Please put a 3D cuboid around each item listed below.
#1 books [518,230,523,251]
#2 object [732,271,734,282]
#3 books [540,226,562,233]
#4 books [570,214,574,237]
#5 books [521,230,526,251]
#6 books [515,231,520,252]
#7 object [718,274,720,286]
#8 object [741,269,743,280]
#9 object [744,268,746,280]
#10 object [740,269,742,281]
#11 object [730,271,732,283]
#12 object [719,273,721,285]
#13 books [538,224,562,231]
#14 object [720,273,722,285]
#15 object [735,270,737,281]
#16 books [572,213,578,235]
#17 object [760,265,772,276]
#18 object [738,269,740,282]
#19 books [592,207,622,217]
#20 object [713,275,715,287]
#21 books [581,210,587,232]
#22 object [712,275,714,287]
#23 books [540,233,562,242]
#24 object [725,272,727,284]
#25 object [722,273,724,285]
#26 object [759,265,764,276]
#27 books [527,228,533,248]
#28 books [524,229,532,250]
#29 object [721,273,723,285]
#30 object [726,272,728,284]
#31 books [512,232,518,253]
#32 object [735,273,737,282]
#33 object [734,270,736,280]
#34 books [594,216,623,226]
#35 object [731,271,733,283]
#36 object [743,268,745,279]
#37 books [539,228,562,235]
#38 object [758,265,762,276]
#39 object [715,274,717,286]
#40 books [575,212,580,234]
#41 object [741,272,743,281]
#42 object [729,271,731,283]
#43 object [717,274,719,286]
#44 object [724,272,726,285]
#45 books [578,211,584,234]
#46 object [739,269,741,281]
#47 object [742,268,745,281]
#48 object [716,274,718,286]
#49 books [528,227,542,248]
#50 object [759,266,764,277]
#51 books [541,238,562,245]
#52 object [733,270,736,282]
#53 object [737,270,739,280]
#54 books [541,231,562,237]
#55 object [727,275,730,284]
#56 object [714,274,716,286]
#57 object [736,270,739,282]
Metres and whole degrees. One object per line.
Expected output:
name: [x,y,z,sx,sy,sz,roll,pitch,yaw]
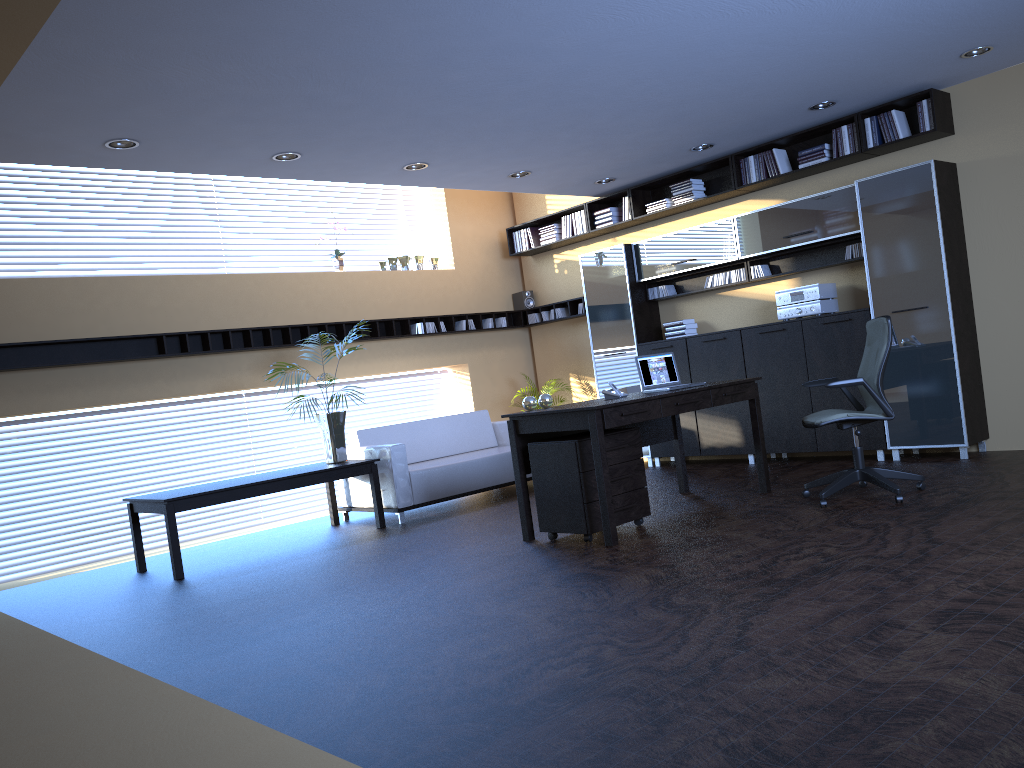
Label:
books: [0.170,-1.743,10.842,0.207,0.258,0.050,-9,2,-43]
object: [2.241,-1.070,8.830,0.140,0.118,0.006,-9,2,-42]
books: [0.495,-1.831,10.496,0.207,0.028,0.259,-8,0,-43]
books: [0.747,-1.820,10.225,0.207,0.260,0.075,-9,2,-43]
books: [0.210,-1.749,10.809,0.207,0.258,0.050,-9,2,-42]
books: [0.143,-1.740,10.888,0.207,0.258,0.050,-9,2,-43]
object: [2.127,-1.055,8.953,0.142,0.118,0.040,-9,2,-42]
object: [2.310,-1.079,8.744,0.142,0.120,0.009,-9,2,-42]
object: [2.329,-1.082,8.720,0.142,0.120,0.009,-9,2,-42]
object: [2.302,-1.078,8.763,0.142,0.120,0.009,-9,2,-42]
object: [2.223,-1.068,8.841,0.142,0.120,0.009,-9,2,-42]
object: [2.138,-1.056,8.935,0.140,0.116,0.036,-9,2,-42]
books: [0.476,-1.857,10.510,0.207,0.028,0.259,-8,0,-42]
object: [2.147,-1.057,8.929,0.140,0.116,0.036,-9,2,-42]
object: [2.267,-1.074,8.799,0.142,0.120,0.009,-9,2,-42]
books: [0.784,-1.825,10.171,0.207,0.258,0.050,-9,2,-41]
object: [2.459,-1.098,8.587,0.142,0.118,0.040,-9,2,-42]
object: [2.283,-1.076,8.773,0.142,0.120,0.009,-9,2,-42]
books: [1.057,-1.910,9.858,0.207,0.050,0.259,-8,0,-43]
object: [2.085,-1.049,8.996,0.142,0.118,0.040,-9,2,-42]
books: [0.882,-1.838,10.050,0.207,0.258,0.050,-9,2,-42]
object: [2.079,-1.048,9.004,0.142,0.118,0.040,-9,2,-42]
books: [0.493,-1.732,10.506,0.207,0.050,0.259,-8,0,-43]
object: [2.188,-1.063,8.886,0.142,0.118,0.040,-9,2,-42]
object: [2.158,-1.059,8.912,0.140,0.116,0.036,-9,2,-42]
object: [2.458,-1.098,8.585,0.140,0.116,0.036,-8,2,-42]
books: [0.289,-1.759,10.726,0.207,0.260,0.075,-9,2,-43]
books: [0.245,-1.753,10.770,0.207,0.258,0.050,-9,2,-43]
object: [2.150,-1.058,8.919,0.142,0.118,0.040,-9,2,-42]
object: [2.192,-1.063,8.875,0.140,0.116,0.036,-9,2,-42]
books: [0.106,-1.735,10.924,0.207,0.258,0.050,-9,2,-42]
object: [2.258,-1.072,8.805,0.142,0.120,0.009,-9,2,-42]
object: [2.256,-1.072,8.802,0.140,0.118,0.006,-9,2,-42]
books: [1.072,-1.809,9.850,0.207,0.050,0.259,-8,0,-42]
object: [2.231,-1.069,8.834,0.140,0.118,0.006,-9,2,-42]
object: [2.327,-1.082,8.732,0.142,0.120,0.009,-9,2,-42]
books: [0.480,-1.800,10.495,0.207,0.028,0.259,-8,0,-42]
object: [2.447,-1.097,8.596,0.140,0.118,0.026,-9,2,-42]
object: [2.108,-1.052,8.975,0.140,0.116,0.036,-8,2,-42]
books: [0.818,-1.829,10.133,0.207,0.258,0.050,-9,2,-42]
object: [2.308,-1.079,8.755,0.140,0.118,0.006,-9,2,-42]
object: [2.218,-1.067,8.850,0.142,0.120,0.009,-9,2,-42]
object: [2.122,-1.054,8.961,0.140,0.116,0.036,-9,2,-42]
object: [2.172,-1.061,8.899,0.142,0.118,0.040,-9,2,-42]
books: [0.847,-1.833,10.089,0.207,0.258,0.050,-9,2,-41]
object: [2.291,-1.077,8.767,0.142,0.120,0.009,-9,2,-42]
object: [2.317,-1.080,8.737,0.142,0.120,0.009,-9,2,-42]
object: [2.111,-1.053,8.965,0.142,0.118,0.040,-9,2,-42]
books: [0.307,-1.761,10.699,0.207,0.260,0.075,-9,2,-43]
object: [2.449,-1.097,8.598,0.142,0.120,0.030,-9,2,-42]
books: [0.504,-1.682,10.496,0.207,0.050,0.259,-8,0,-42]
object: [2.248,-1.071,8.810,0.142,0.120,0.009,-9,2,-42]
object: [2.283,-1.076,8.787,0.142,0.120,0.009,-9,2,-42]
books: [0.505,-1.775,10.502,0.207,0.028,0.259,-8,0,-42]
object: [2.200,-1.065,8.870,0.142,0.118,0.040,-9,2,-42]
object: [2.099,-1.051,8.981,0.140,0.116,0.036,-8,2,-42]
object: [2.269,-1.074,8.787,0.142,0.120,0.009,-9,2,-42]
